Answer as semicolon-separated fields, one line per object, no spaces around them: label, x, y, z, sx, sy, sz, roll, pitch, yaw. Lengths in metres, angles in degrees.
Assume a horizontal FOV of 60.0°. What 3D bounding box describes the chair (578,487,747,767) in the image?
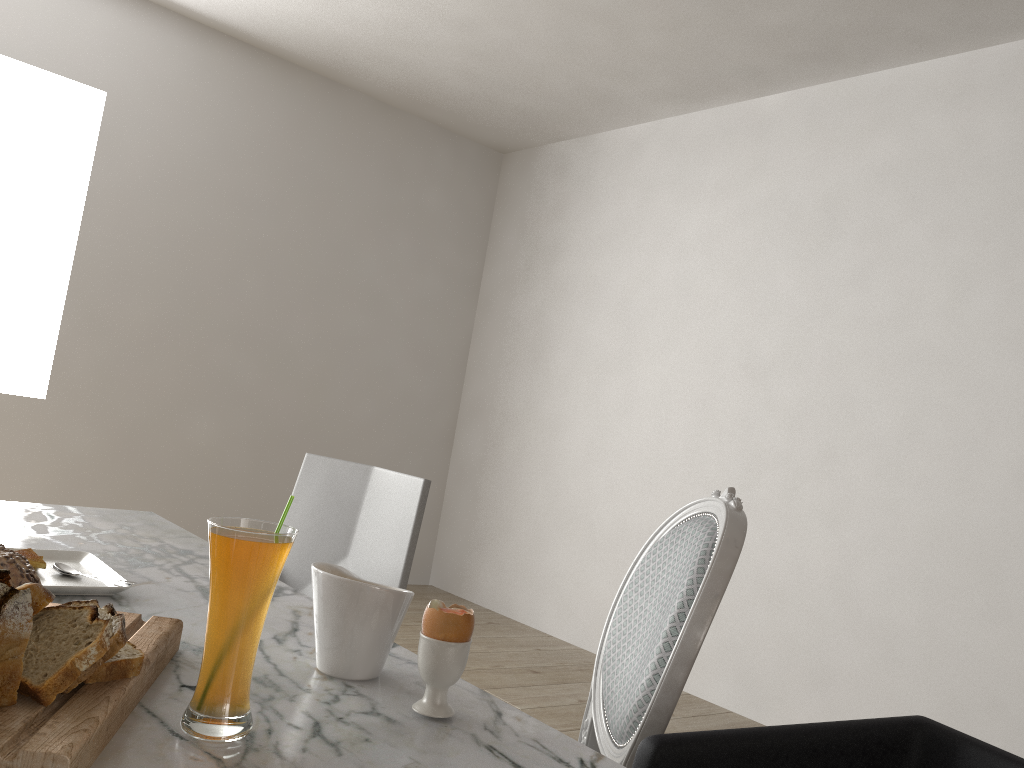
chair;0.007;0.515;1.223;0.505;0.833;0.480;10;-3;-7

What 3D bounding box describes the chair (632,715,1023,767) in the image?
chair;0.415;0.684;0.784;0.609;0.597;0.569;11;-4;-24

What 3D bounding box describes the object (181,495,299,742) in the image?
object;-0.218;0.181;0.704;0.071;0.188;0.071;11;-4;-19

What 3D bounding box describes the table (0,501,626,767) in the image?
table;-0.535;0.526;0.800;0.870;0.583;1.781;12;-4;-39

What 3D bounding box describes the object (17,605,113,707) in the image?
object;-0.344;0.195;0.660;0.083;0.057;0.072;8;-4;26

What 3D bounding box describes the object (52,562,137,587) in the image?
object;-0.521;0.239;1.096;0.132;0.013;0.032;8;-4;25

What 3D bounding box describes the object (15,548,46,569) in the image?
object;-0.605;0.223;1.073;0.068;0.014;0.197;10;-3;-11

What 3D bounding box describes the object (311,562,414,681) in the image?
object;-0.173;0.247;0.954;0.110;0.105;0.170;11;-4;-19

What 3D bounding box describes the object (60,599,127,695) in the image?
object;-0.342;0.198;0.689;0.083;0.055;0.073;8;-4;27

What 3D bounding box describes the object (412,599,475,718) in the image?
object;-0.065;0.257;0.835;0.050;0.101;0.050;13;-5;-43

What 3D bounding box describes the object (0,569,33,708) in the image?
object;-0.389;0.169;0.593;0.086;0.087;0.090;8;-4;28

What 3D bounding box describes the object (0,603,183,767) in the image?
object;-0.431;0.227;0.702;0.260;0.031;0.360;10;-3;-9

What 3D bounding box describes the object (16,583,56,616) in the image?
object;-0.397;0.183;0.684;0.079;0.067;0.074;8;-4;22

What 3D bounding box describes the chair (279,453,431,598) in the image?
chair;-0.471;0.513;1.709;0.470;0.745;0.439;7;-4;36

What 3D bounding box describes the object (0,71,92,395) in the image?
object;-3.029;0.669;3.116;10.834;8.324;0.001;12;-4;-39

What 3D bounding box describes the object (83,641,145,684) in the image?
object;-0.338;0.220;0.716;0.077;0.017;0.068;8;-4;28

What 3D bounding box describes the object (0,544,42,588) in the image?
object;-0.499;0.167;0.773;0.157;0.075;0.151;10;-3;-4

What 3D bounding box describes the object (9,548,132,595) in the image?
object;-0.599;0.228;1.080;0.212;0.014;0.212;12;-4;-40
